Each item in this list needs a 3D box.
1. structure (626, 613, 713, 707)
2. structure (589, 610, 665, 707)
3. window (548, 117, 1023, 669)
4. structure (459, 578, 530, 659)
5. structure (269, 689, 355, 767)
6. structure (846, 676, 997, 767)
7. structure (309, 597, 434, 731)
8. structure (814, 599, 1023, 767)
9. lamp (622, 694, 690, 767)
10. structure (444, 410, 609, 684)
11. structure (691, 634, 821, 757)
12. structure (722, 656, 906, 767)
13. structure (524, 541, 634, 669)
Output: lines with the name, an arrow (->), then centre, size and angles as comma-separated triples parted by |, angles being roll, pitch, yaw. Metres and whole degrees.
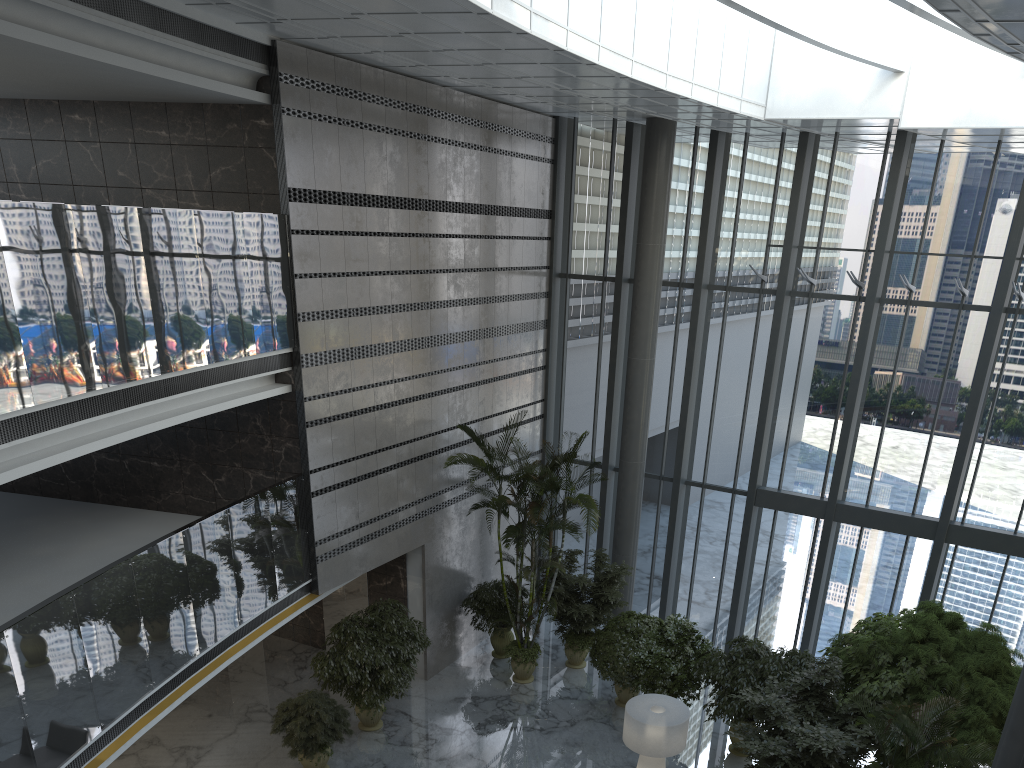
structure -> 2.443, 4.544, 13.414 | 1.364, 2.165, 1.140 | -11, 23, -32
structure -> 1.999, 4.566, 14.220 | 1.442, 1.773, 1.443 | 1, 18, -2
window -> 0.985, 1.030, 8.013 | 12.708, 11.072, 18.206 | 17, 20, 42
structure -> -0.281, 4.248, 15.529 | 1.405, 1.702, 1.021 | -4, 20, -17
structure -> -2.823, 4.892, 11.974 | 1.125, 1.463, 1.137 | 18, 24, 40
structure -> 4.022, 4.623, 8.983 | 1.386, 3.803, 1.126 | 7, 22, 14
structure -> -2.126, 4.367, 13.082 | 2.020, 2.175, 1.488 | -7, 21, -28
structure -> 5.536, 4.446, 11.784 | 3.533, 3.262, 3.091 | 16, 22, 40
lamp -> 1.861, 5.047, 11.409 | 0.823, 1.838, 0.775 | -16, 27, -39
structure -> 0.259, 2.838, 14.067 | 2.391, 5.122, 2.343 | 16, 25, 33
structure -> 3.632, 4.734, 12.912 | 1.638, 2.084, 1.837 | -8, 20, -27
structure -> 3.800, 4.839, 11.085 | 2.182, 2.566, 2.180 | 7, 18, 16
structure -> 1.196, 3.965, 15.207 | 1.832, 2.526, 1.722 | 7, 19, 13
